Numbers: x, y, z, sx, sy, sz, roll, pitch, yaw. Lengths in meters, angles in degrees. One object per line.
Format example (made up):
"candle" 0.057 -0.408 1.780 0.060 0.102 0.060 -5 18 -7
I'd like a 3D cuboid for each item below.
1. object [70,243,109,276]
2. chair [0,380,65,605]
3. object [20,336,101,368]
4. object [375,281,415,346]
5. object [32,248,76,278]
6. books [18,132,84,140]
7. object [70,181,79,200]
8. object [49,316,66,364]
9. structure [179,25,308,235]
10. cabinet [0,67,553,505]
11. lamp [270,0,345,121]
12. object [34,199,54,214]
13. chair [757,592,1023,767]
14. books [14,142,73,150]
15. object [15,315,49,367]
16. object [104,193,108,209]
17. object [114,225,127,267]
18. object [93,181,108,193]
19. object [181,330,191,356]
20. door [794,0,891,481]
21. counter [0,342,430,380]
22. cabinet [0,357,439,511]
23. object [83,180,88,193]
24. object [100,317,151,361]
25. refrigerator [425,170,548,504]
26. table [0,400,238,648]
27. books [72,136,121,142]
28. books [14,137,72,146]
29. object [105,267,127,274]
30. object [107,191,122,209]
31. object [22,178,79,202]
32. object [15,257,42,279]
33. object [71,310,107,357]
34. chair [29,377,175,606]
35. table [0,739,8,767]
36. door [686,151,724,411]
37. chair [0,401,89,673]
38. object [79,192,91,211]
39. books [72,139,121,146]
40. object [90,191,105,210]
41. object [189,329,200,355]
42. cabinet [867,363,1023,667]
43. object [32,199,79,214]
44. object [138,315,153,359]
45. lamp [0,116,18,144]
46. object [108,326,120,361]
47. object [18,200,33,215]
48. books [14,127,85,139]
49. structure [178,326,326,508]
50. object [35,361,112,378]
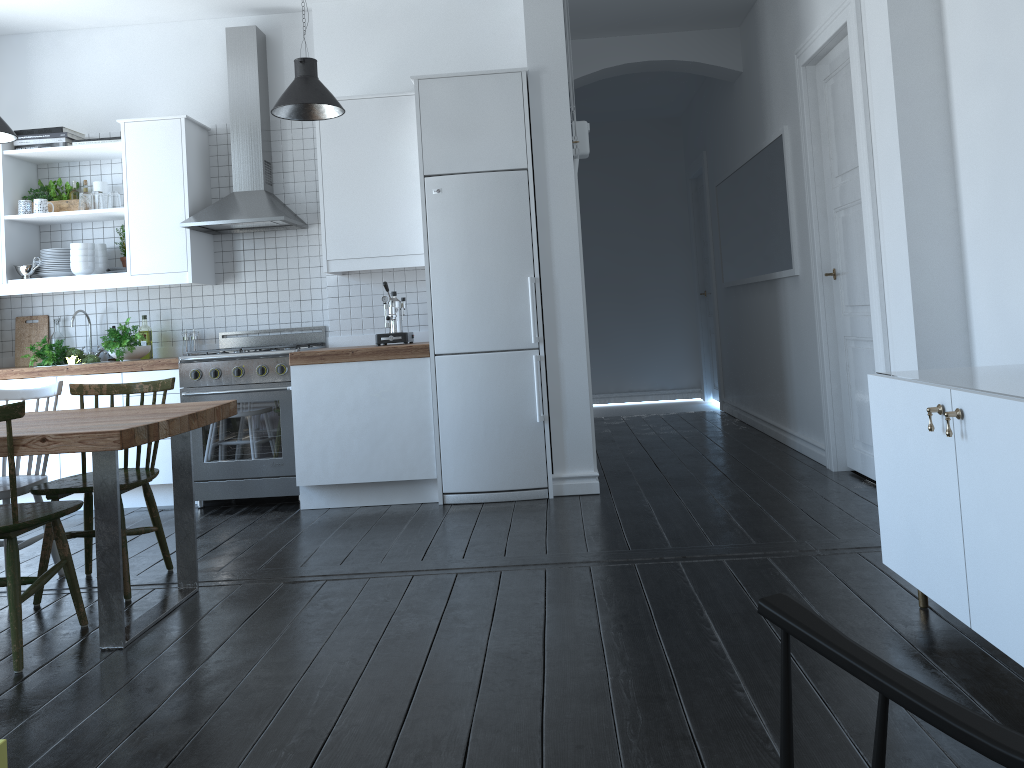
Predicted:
"object" -2.689 -0.788 5.603 0.149 0.217 0.309 -4 2 0
"chair" -2.166 0.431 3.675 0.466 0.846 0.509 -4 -1 3
"object" -2.771 -0.155 5.443 0.470 0.309 0.282 -5 1 -25
"object" -0.707 -0.415 5.200 0.206 0.371 0.353 -4 1 3
"object" -2.919 -0.768 5.666 0.300 0.195 0.306 -3 2 4
"books" -2.970 -1.573 5.697 0.351 0.031 0.288 -3 4 3
"object" -2.832 -1.205 5.705 0.060 0.226 0.059 -3 -2 -14
"object" -2.971 -0.285 5.753 0.098 0.319 0.097 -4 -2 3
"structure" -1.700 -1.631 5.543 0.633 1.310 0.527 -4 -2 3
"cabinet" -1.673 -0.490 5.365 3.786 2.383 0.777 -3 -2 6
"lamp" -1.103 -1.900 4.663 0.384 0.944 0.385 -4 -2 11
"object" -2.954 -1.112 5.548 0.108 0.100 0.082 -4 0 -8
"chair" 0.274 0.417 0.646 0.614 1.009 0.901 -3 0 -42
"books" -2.966 -1.504 5.691 0.351 0.044 0.260 -3 4 5
"object" -3.157 -0.283 5.791 0.220 0.331 0.040 -4 -3 2
"object" -2.585 -1.148 5.591 0.086 0.120 0.086 -3 0 -29
"object" -2.465 -0.884 5.711 0.164 0.367 0.171 -5 -2 40
"object" -2.676 -1.203 5.733 0.085 0.223 0.084 -4 -2 10
"object" -2.112 -0.266 5.714 0.059 0.173 0.059 -4 -2 16
"door" 1.798 -0.712 4.692 0.116 2.486 1.038 -4 -2 3
"counter" -1.977 -0.123 5.333 3.097 0.074 0.847 -3 4 2
"cabinet" -1.941 0.307 5.370 3.178 0.819 0.729 -3 0 11
"object" -2.780 -1.215 5.746 0.056 0.235 0.056 -4 -2 6
"object" -2.397 -0.276 5.453 0.272 0.270 0.338 -4 2 -7
"refrigerator" -0.130 -0.284 5.130 0.576 1.810 0.679 -4 -2 3
"table" -2.278 0.530 3.269 2.225 0.719 1.019 -3 2 2
"books" -2.600 -1.550 5.682 0.341 0.016 0.275 -3 4 4
"books" -2.980 -1.540 5.684 0.328 0.031 0.260 -4 4 1
"object" -2.471 -0.711 5.571 0.246 0.042 0.277 -4 4 -5
"object" -2.509 -1.150 5.551 0.086 0.120 0.086 -3 0 -29
"object" -3.011 -1.210 5.727 0.347 0.255 0.163 -4 -1 -7
"object" -3.019 -0.719 5.494 0.209 0.135 0.102 -3 0 15
"object" -2.714 -0.302 5.657 0.189 0.354 0.273 -3 0 -21
"chair" -1.677 0.411 3.637 0.467 0.831 0.484 -4 -1 1
"table" -1.459 0.799 1.046 1.400 0.401 0.601 -3 2 2
"door" 1.983 -1.028 8.875 0.116 2.486 1.068 -4 -2 3
"chair" -1.711 0.467 2.894 0.467 0.830 0.484 -4 -1 1
"object" -2.673 -1.138 5.520 0.086 0.120 0.086 -4 0 26
"books" -2.598 -1.523 5.671 0.350 0.038 0.261 -3 4 2
"object" -2.588 -1.142 5.501 0.086 0.120 0.086 -4 0 26
"object" -2.051 -0.269 5.691 0.059 0.173 0.059 -4 -2 16
"cabinet" 1.410 0.362 2.254 0.589 0.737 1.202 -4 2 3
"object" -2.931 -1.128 5.719 0.393 0.103 0.153 -3 2 2
"object" -2.365 -0.303 5.680 0.066 0.284 0.066 -4 -2 -2
"lamp" -3.996 -0.964 4.807 2.699 2.523 0.490 -4 -2 3
"object" -2.586 -0.264 5.730 0.085 0.232 0.085 -2 -2 -32
"object" -3.077 -1.106 5.569 0.083 0.100 0.108 -4 1 -28
"books" -2.985 -1.606 5.694 0.325 0.038 0.259 -3 4 5
"structure" -1.545 0.180 5.363 0.700 1.024 0.721 -4 0 3
"object" -2.734 -0.072 5.503 0.371 0.111 0.354 -3 4 3
